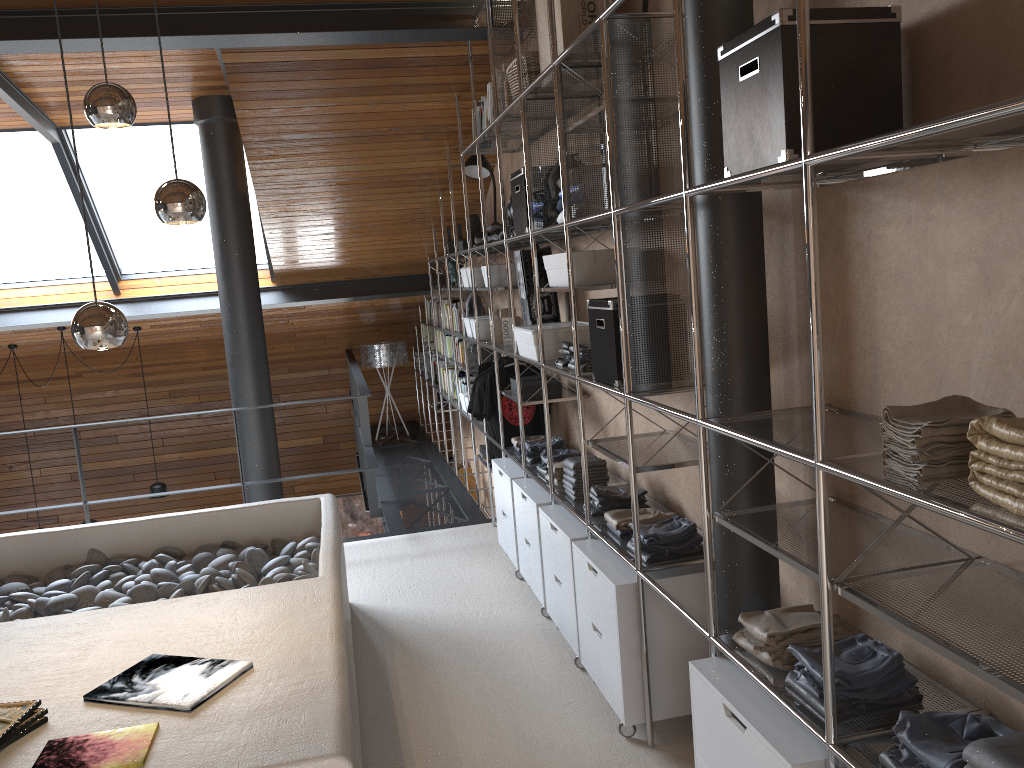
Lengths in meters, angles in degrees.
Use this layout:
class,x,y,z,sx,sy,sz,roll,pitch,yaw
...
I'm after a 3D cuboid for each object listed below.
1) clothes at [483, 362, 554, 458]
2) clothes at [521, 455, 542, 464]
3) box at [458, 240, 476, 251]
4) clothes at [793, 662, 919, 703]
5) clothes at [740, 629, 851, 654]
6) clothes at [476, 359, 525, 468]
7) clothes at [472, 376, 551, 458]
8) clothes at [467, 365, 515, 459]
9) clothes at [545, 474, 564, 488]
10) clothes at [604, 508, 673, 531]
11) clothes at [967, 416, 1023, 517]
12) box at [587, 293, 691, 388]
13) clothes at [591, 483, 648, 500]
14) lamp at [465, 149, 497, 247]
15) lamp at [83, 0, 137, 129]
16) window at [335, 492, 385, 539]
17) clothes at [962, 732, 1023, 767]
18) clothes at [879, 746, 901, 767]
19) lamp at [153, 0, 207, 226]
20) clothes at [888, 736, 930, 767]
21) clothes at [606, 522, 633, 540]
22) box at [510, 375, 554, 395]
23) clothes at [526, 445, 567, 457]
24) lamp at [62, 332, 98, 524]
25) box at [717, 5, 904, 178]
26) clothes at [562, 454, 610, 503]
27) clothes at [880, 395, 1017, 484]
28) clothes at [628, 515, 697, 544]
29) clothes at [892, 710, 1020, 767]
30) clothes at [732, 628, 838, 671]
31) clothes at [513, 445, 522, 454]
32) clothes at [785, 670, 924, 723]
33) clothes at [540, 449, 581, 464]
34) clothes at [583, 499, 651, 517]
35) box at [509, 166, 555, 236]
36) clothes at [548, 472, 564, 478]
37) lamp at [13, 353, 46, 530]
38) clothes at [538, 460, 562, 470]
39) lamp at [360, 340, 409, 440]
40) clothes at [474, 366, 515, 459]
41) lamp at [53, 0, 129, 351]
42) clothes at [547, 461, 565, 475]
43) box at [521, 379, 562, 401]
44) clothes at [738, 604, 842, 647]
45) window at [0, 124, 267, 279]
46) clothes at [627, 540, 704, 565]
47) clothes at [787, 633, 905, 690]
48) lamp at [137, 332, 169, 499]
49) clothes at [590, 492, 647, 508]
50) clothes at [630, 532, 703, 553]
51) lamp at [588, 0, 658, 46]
class,x,y,z,sx,sy,sz,roll,pitch,yaw
clothes,0.047,0.219,5.199,0.424,0.689,0.090,-6,7,-13
clothes,0.187,0.374,4.712,0.243,0.045,0.208,-6,7,-11
box,-0.265,-0.970,6.235,0.208,0.079,0.207,-6,7,-14
clothes,0.747,0.646,1.962,0.215,0.047,0.191,-6,7,-11
clothes,0.687,0.615,2.180,0.229,0.052,0.199,-6,7,-8
clothes,-0.029,0.181,5.557,0.424,0.689,0.090,-6,7,-13
clothes,0.000,0.184,5.329,0.488,0.586,0.074,-7,7,-18
clothes,-0.038,0.164,5.512,0.488,0.586,0.074,-7,7,-18
clothes,0.294,0.432,4.140,0.238,0.053,0.212,-6,7,-13
clothes,0.470,0.496,3.289,0.221,0.050,0.196,-6,7,-9
clothes,0.813,0.114,1.341,0.196,0.135,0.165,-6,7,-12
box,0.439,-0.159,3.103,0.266,0.295,0.289,-6,7,-11
clothes,0.428,0.437,3.605,0.200,0.052,0.194,-6,7,-10
lamp,-0.183,-1.209,5.738,0.233,0.660,0.322,2,9,42
lamp,-1.243,-1.360,2.581,0.146,1.204,0.146,-2,7,19
window,-4.201,2.178,10.367,5.936,1.521,0.101,-6,7,-11
clothes,0.845,0.670,1.395,0.184,0.172,0.201,-6,7,-9
clothes,0.834,0.702,1.638,0.242,0.048,0.207,-6,7,-14
lamp,-1.027,-1.193,2.515,0.146,1.474,0.146,-2,7,19
clothes,0.816,0.678,1.625,0.203,0.053,0.198,-6,7,-8
clothes,0.486,0.525,3.297,0.248,0.043,0.190,-5,7,-3
box,0.116,0.005,4.885,0.208,0.079,0.207,-6,7,-13
clothes,0.168,0.351,4.703,0.215,0.047,0.191,-6,7,-11
lamp,-3.960,0.433,8.061,0.210,1.911,0.210,-1,8,26
box,0.631,-0.612,1.899,0.266,0.295,0.289,-6,7,-11
clothes,0.326,0.405,3.852,0.184,0.172,0.201,-6,7,-9
clothes,0.770,0.094,1.566,0.206,0.126,0.151,-6,7,-9
clothes,0.523,0.498,3.044,0.200,0.052,0.194,-6,7,-10
clothes,0.831,0.648,1.622,0.204,0.049,0.184,-6,7,-12
clothes,0.703,0.640,2.204,0.238,0.053,0.212,-6,7,-13
clothes,0.133,0.345,4.969,0.248,0.043,0.190,-5,7,-3
clothes,0.766,0.669,1.971,0.243,0.045,0.208,-6,7,-11
clothes,0.251,0.352,4.367,0.204,0.049,0.184,-6,7,-12
clothes,0.419,0.491,3.622,0.243,0.045,0.208,-6,7,-12
box,0.157,-0.853,4.142,0.266,0.295,0.289,-6,7,-11
clothes,0.278,0.407,4.117,0.229,0.052,0.199,-6,7,-8
lamp,-4.537,0.499,8.281,0.210,2.002,0.210,-1,8,26
clothes,0.236,0.383,4.370,0.203,0.053,0.198,-6,7,-8
lamp,-1.289,0.068,9.208,0.475,1.001,0.475,-3,7,12
clothes,0.018,0.174,5.399,0.488,0.586,0.074,-7,7,-18
lamp,-1.214,-0.971,2.368,0.146,1.771,0.146,-3,7,14
clothes,0.281,0.379,4.126,0.212,0.047,0.187,-6,7,-11
box,0.155,0.031,4.655,0.208,0.079,0.207,-5,7,1
clothes,0.690,0.587,2.189,0.212,0.047,0.187,-6,7,-11
window,-3.942,-1.355,6.817,3.818,1.031,1.213,-6,7,-11
clothes,0.540,0.554,3.041,0.243,0.045,0.208,-6,7,-11
clothes,0.749,0.614,1.974,0.200,0.052,0.194,-6,7,-10
lamp,-3.412,0.288,8.323,0.210,1.565,0.210,-1,8,26
clothes,0.434,0.465,3.626,0.215,0.047,0.191,-6,7,-12
clothes,0.521,0.531,3.032,0.215,0.047,0.191,-6,7,-11
lamp,0.332,-1.489,2.951,0.233,0.660,0.322,-10,9,-38
